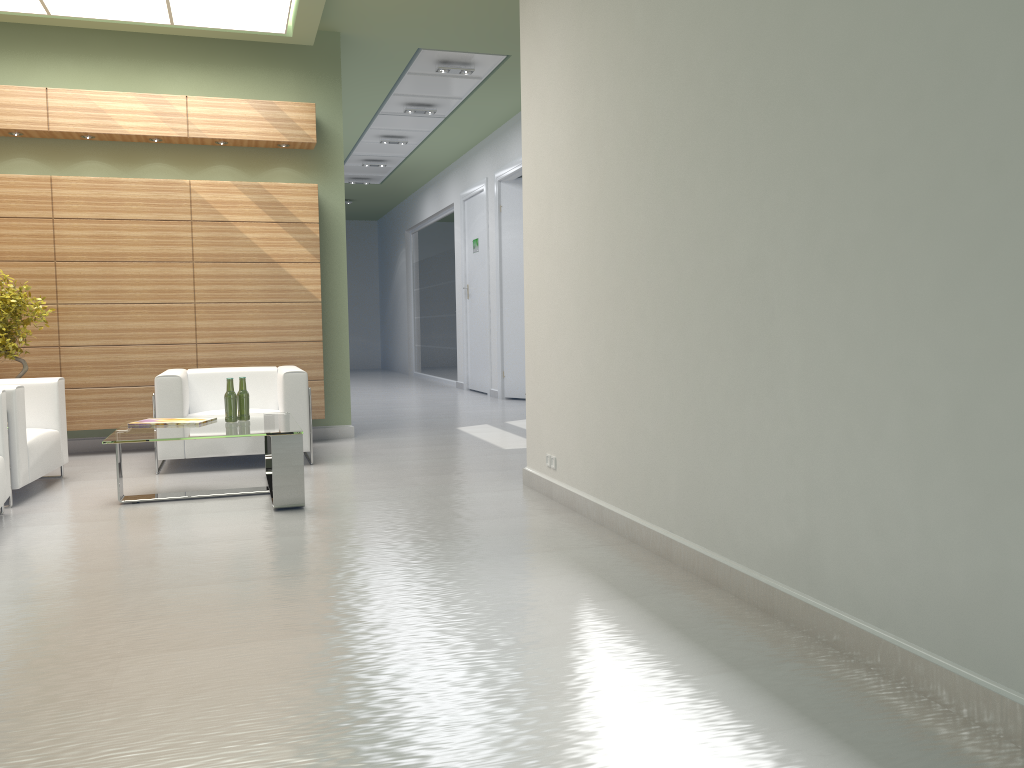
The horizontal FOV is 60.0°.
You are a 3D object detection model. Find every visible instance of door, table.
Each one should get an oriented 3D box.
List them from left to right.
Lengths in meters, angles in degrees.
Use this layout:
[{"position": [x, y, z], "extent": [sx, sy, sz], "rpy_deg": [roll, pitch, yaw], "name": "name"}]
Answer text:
[{"position": [-3.183, 0.796, 9.346], "extent": [1.783, 0.742, 2.197], "rpy_deg": [-2, 4, -17], "name": "table"}, {"position": [-0.947, -2.350, 23.134], "extent": [0.250, 5.083, 2.089], "rpy_deg": [-2, 4, -17], "name": "door"}, {"position": [0.572, -2.187, 20.256], "extent": [2.089, 5.083, 0.134], "rpy_deg": [2, 5, 43], "name": "door"}]

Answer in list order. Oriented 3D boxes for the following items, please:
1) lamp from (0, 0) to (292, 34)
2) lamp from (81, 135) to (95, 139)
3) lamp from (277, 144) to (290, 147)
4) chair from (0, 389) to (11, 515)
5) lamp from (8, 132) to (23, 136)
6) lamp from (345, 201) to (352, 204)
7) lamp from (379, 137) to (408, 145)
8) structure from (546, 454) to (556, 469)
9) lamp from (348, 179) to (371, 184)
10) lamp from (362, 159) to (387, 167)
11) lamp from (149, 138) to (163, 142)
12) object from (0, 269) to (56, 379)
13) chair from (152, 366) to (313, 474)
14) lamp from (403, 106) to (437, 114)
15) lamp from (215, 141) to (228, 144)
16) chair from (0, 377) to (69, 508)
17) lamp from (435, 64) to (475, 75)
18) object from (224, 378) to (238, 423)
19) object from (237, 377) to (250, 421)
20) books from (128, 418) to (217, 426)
[{"position": [-4.652, -4.933, 9.570], "extent": [4.571, 0.325, 5.060], "rpy_deg": [-2, 4, -17], "name": "lamp"}, {"position": [-5.987, -3.514, 12.520], "extent": [0.181, 0.074, 0.181], "rpy_deg": [1, 4, 33], "name": "lamp"}, {"position": [-3.431, -3.608, 13.318], "extent": [0.181, 0.074, 0.181], "rpy_deg": [-3, 4, -23], "name": "lamp"}, {"position": [-5.320, 0.738, 7.412], "extent": [1.802, 1.234, 1.894], "rpy_deg": [-2, 4, -22], "name": "chair"}, {"position": [-6.855, -3.481, 12.250], "extent": [0.181, 0.074, 0.181], "rpy_deg": [-3, 4, -23], "name": "lamp"}, {"position": [-6.067, -6.551, 31.745], "extent": [0.657, 0.159, 0.286], "rpy_deg": [-2, 4, -17], "name": "lamp"}, {"position": [-2.880, -5.942, 21.606], "extent": [0.657, 0.159, 0.286], "rpy_deg": [-2, 4, -17], "name": "lamp"}, {"position": [0.394, 0.780, 8.962], "extent": [0.017, 0.118, 0.262], "rpy_deg": [-2, 4, -17], "name": "structure"}, {"position": [-4.731, -6.295, 27.494], "extent": [0.657, 0.159, 0.286], "rpy_deg": [-2, 4, -17], "name": "lamp"}, {"position": [-3.818, -6.121, 24.591], "extent": [0.657, 0.159, 0.286], "rpy_deg": [-2, 4, -17], "name": "lamp"}, {"position": [-5.137, -3.545, 12.786], "extent": [0.181, 0.074, 0.181], "rpy_deg": [-3, 4, -23], "name": "lamp"}, {"position": [-6.460, -0.163, 11.156], "extent": [1.116, 2.565, 1.201], "rpy_deg": [2, 5, 41], "name": "object"}, {"position": [-3.708, 0.421, 11.854], "extent": [1.894, 1.234, 1.802], "rpy_deg": [-2, 4, -17], "name": "chair"}, {"position": [-1.925, -5.759, 18.570], "extent": [0.657, 0.159, 0.286], "rpy_deg": [-2, 4, -17], "name": "lamp"}, {"position": [-4.275, -3.577, 13.055], "extent": [0.181, 0.074, 0.181], "rpy_deg": [1, 4, 33], "name": "lamp"}, {"position": [-6.000, 0.604, 9.631], "extent": [1.769, 1.234, 1.894], "rpy_deg": [-2, 4, -12], "name": "chair"}, {"position": [-1.012, -5.585, 15.663], "extent": [0.657, 0.159, 0.286], "rpy_deg": [-2, 4, -17], "name": "lamp"}, {"position": [-3.013, 0.172, 9.499], "extent": [0.131, 0.475, 0.131], "rpy_deg": [2, 5, 37], "name": "object"}, {"position": [-2.926, 0.160, 9.652], "extent": [0.131, 0.475, 0.131], "rpy_deg": [2, 5, 37], "name": "object"}, {"position": [-3.645, 0.404, 9.546], "extent": [0.762, 0.025, 0.508], "rpy_deg": [-1, 4, 3], "name": "books"}]
